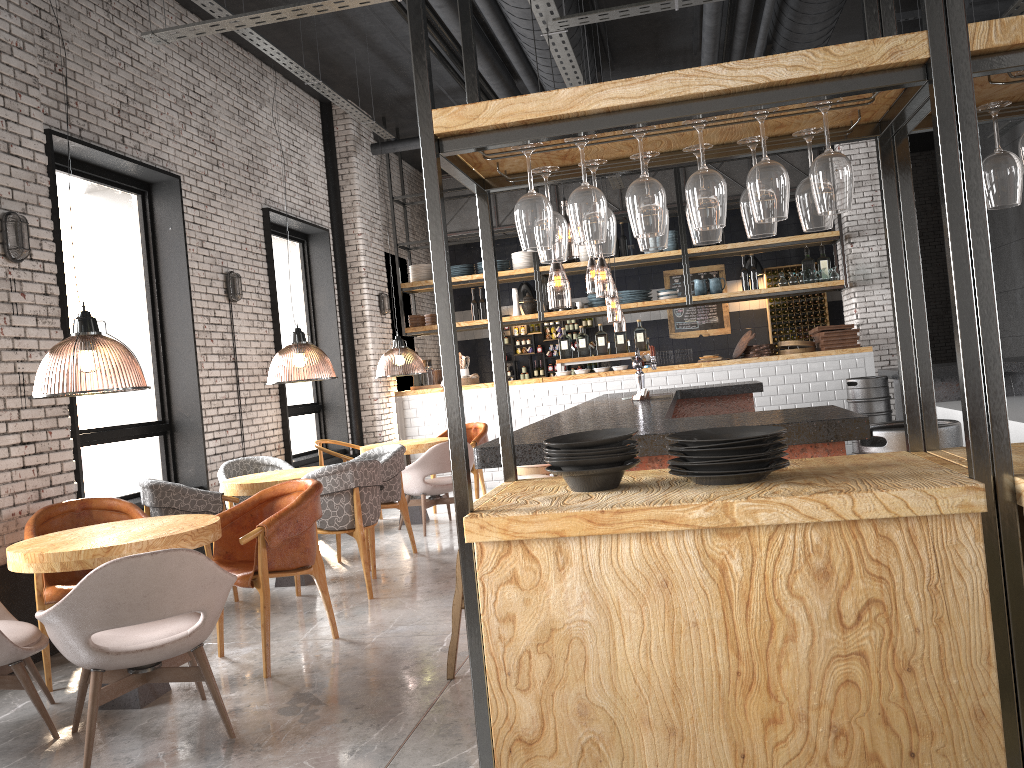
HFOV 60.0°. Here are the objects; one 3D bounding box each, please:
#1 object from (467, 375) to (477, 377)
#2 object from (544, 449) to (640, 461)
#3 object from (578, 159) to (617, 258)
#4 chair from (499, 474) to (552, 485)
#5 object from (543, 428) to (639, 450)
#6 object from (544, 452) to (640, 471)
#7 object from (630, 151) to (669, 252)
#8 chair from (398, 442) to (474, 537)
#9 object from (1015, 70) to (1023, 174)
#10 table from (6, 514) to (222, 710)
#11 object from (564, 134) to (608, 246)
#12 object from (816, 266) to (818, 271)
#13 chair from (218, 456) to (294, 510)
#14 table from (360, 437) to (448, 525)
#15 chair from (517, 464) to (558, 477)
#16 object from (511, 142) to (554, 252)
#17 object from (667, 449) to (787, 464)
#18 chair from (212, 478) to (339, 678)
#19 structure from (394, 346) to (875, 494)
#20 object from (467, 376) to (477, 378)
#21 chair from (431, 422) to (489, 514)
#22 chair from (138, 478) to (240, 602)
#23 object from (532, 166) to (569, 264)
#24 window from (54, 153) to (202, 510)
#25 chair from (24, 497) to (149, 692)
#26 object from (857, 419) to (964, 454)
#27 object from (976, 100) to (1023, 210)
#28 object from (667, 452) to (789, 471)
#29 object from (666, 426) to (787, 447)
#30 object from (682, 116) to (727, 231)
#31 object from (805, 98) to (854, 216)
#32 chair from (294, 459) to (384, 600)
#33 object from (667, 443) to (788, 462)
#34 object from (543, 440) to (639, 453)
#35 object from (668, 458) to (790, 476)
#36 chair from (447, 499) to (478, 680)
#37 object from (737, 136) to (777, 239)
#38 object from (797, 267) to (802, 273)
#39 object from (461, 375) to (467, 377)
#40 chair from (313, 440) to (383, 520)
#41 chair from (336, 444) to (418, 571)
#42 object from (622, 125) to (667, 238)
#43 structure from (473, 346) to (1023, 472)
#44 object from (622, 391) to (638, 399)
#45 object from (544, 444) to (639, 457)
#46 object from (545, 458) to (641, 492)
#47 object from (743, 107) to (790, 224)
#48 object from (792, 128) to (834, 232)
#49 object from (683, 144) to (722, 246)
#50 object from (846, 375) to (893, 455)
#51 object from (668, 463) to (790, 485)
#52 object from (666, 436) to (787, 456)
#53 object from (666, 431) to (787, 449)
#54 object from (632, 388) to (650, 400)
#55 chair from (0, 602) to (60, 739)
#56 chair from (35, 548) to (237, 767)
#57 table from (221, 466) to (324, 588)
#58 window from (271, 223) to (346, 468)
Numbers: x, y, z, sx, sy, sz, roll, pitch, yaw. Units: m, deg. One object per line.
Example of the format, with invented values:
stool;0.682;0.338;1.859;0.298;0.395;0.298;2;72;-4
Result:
object;-0.529;-0.080;11.493;0.161;0.078;0.160;-6;0;-26
object;0.218;0.218;2.387;0.257;0.075;0.257;-5;0;37
object;0.243;-0.497;2.525;0.101;0.267;0.101;-5;-1;-25
chair;0.132;0.936;5.227;0.480;0.806;0.438;-5;0;-10
object;0.215;0.170;2.387;0.257;0.076;0.257;-6;1;-41
object;0.218;0.225;2.387;0.257;0.075;0.257;-5;0;11
object;0.387;-0.511;2.497;0.101;0.267;0.101;-5;-1;-25
chair;-0.692;0.953;8.315;0.771;0.850;0.801;-5;0;-29
object;1.217;-0.588;2.038;0.101;0.267;0.101;-6;-1;25
table;-1.845;1.110;4.236;0.933;0.810;0.931;-6;0;-31
object;0.187;-0.490;2.245;0.101;0.267;0.101;-5;-1;-25
object;4.785;-1.813;13.835;0.079;0.079;0.283;-6;0;11
chair;-2.029;1.059;7.194;0.682;0.929;0.643;-5;0;-34
table;-1.015;0.991;8.879;0.933;0.810;0.931;-6;0;-36
chair;0.169;0.896;6.032;0.439;0.806;0.480;-5;0;-15
object;0.052;-0.477;2.272;0.101;0.267;0.101;-5;-1;-25
object;0.557;0.198;2.299;0.306;0.046;0.305;-6;1;-31
chair;-1.244;1.004;4.749;0.644;0.929;0.680;-5;0;-41
structure;1.533;0.484;11.498;5.798;1.346;1.511;-5;0;11
object;-0.525;-0.061;11.492;0.161;0.075;0.160;-6;0;-26
chair;-0.472;0.889;9.393;0.680;0.929;0.644;-6;0;34
chair;-2.306;1.094;6.232;0.644;0.929;0.680;-5;0;-34
object;0.108;-0.485;2.553;0.101;0.267;0.101;-5;-1;-25
window;-3.091;-0.373;6.851;0.365;2.697;1.535;-6;0;11
chair;-2.281;1.103;4.861;0.682;0.929;0.643;-5;0;-36
object;1.583;0.670;3.433;0.398;1.035;0.399;-5;-1;-43
object;1.273;-0.596;2.318;0.101;0.267;0.101;-6;-1;25
object;0.559;0.207;2.298;0.306;0.044;0.306;-5;0;12
object;0.554;0.143;2.301;0.306;0.039;0.306;-6;0;-6
object;0.474;-0.517;2.187;0.101;0.267;0.101;-5;-1;-25
object;0.762;-0.544;2.129;0.101;0.267;0.101;-6;-1;42
chair;-1.151;0.983;6.054;0.682;0.929;0.643;-5;0;-34
object;0.558;0.183;2.298;0.306;0.042;0.305;-6;1;-31
object;0.216;0.196;2.387;0.257;0.072;0.257;-5;0;11
object;0.561;0.222;2.298;0.305;0.041;0.306;-5;1;29
chair;-0.057;0.934;4.074;0.481;0.806;0.438;-5;0;-30
object;0.674;-0.539;2.439;0.101;0.267;0.101;-5;-1;-25
object;4.504;-1.786;13.868;0.079;0.079;0.283;-6;0;11
object;-0.653;-0.067;11.391;0.160;0.078;0.160;-6;0;-11
chair;-1.736;1.018;9.118;0.643;0.921;0.613;-6;0;18
chair;-1.075;0.967;7.073;0.644;0.929;0.680;-5;0;-34
object;0.331;-0.503;2.216;0.101;0.267;0.101;-5;-1;-25
structure;2.536;0.332;6.095;4.308;1.534;5.878;-5;0;11
object;1.086;0.057;7.787;0.200;0.106;0.767;-5;0;11
object;0.216;0.200;2.386;0.257;0.072;0.257;-6;0;-17
object;0.221;0.249;2.386;0.257;0.067;0.257;-6;0;4
object;0.618;-0.531;2.158;0.101;0.267;0.101;-5;-1;-25
object;0.818;-0.552;2.410;0.101;0.267;0.101;-6;-1;42
object;0.531;-0.525;2.468;0.101;0.267;0.101;-5;-1;-25
object;3.407;0.451;8.391;0.398;1.035;0.399;-5;-1;-43
object;0.562;0.233;2.298;0.306;0.035;0.305;-6;1;-41
object;0.556;0.169;2.299;0.306;0.037;0.306;-5;0;13
object;0.555;0.157;2.300;0.305;0.048;0.306;-5;1;36
object;1.008;0.079;6.959;0.091;0.091;0.177;-6;0;-14
chair;-2.465;1.163;3.864;0.803;0.850;0.770;-5;0;-29
chair;-1.522;1.073;3.671;0.771;0.850;0.801;-5;0;-29
table;-1.621;1.069;6.549;0.933;0.810;0.931;-6;0;-31
window;-2.462;-0.461;9.991;0.365;2.697;1.535;-6;0;11
